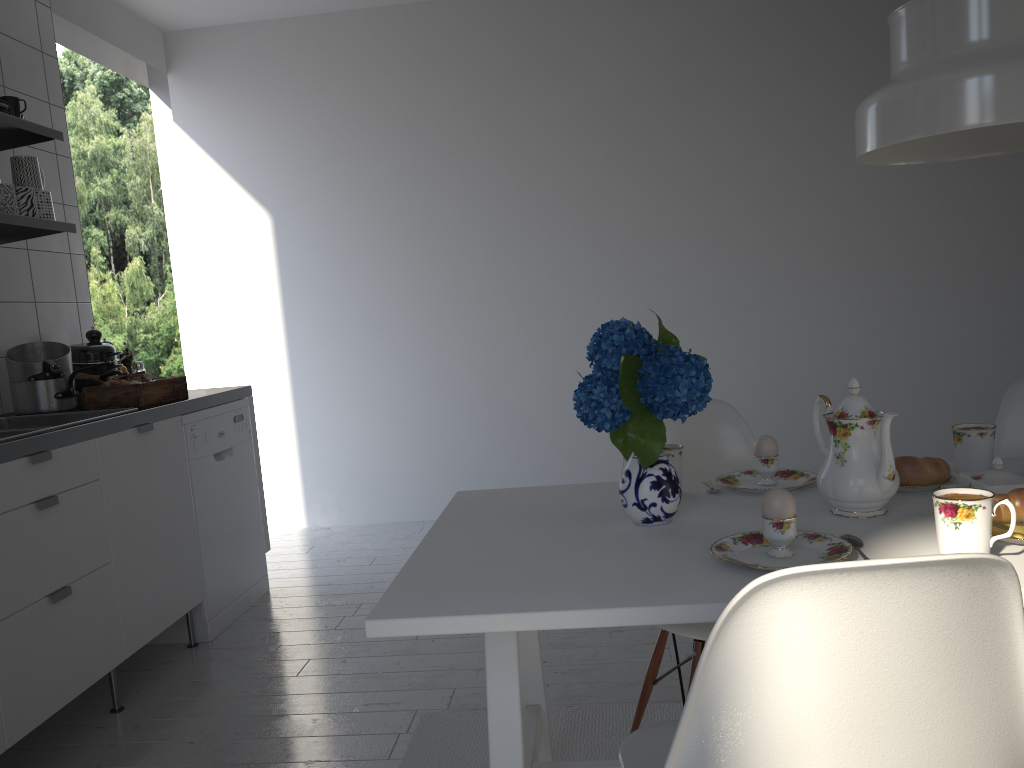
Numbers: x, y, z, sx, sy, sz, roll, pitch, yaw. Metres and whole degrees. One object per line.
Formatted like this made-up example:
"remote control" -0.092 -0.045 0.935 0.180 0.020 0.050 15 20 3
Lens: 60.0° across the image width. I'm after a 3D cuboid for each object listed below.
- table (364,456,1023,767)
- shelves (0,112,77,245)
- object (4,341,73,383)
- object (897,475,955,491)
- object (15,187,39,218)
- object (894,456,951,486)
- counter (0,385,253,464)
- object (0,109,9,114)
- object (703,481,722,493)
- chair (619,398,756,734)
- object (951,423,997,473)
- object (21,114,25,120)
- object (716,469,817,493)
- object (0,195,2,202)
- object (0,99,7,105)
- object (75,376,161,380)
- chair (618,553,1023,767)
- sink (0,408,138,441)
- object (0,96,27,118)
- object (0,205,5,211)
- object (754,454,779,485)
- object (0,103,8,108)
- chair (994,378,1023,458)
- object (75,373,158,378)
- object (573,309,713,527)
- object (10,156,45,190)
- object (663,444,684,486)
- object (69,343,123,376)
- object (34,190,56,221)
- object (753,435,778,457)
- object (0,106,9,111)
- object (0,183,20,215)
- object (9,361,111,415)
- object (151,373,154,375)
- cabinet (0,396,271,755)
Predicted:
"table" 0.774 0.536 1.516 1.826 0.663 0.810 -4 6 6
"shelves" -1.733 -0.575 1.589 0.427 0.514 2.529 -4 5 6
"object" -1.580 -0.056 2.942 0.202 0.169 0.370 -6 5 -17
"object" 0.748 0.184 1.670 0.158 0.016 0.157 -3 5 16
"object" -1.489 -0.543 2.705 0.083 0.100 0.108 -5 6 -5
"object" 0.733 0.157 1.655 0.161 0.058 0.123 -3 5 20
"counter" -1.521 0.194 2.024 0.650 0.046 3.225 -4 5 6
"object" -1.527 -0.779 2.571 0.121 0.021 0.121 -6 5 -17
"object" 0.403 0.205 1.782 0.032 0.011 0.139 -4 5 9
"chair" 0.463 0.455 1.950 0.465 0.804 0.540 -5 6 -5
"object" 0.899 0.128 1.721 0.078 0.096 0.090 1 8 42
"object" -1.557 -0.823 2.743 0.082 0.059 0.069 -6 6 -16
"object" 0.510 0.195 1.768 0.201 0.016 0.200 -4 5 11
"object" -1.493 -0.507 2.487 0.083 0.048 0.079 -3 6 18
"object" -1.529 -0.807 2.566 0.121 0.023 0.121 -9 7 -44
"object" -1.447 -0.019 3.222 0.334 0.044 0.064 -7 6 -28
"chair" 0.372 0.532 1.105 0.465 0.804 0.540 -5 6 0
"sink" -1.452 0.180 2.486 0.487 0.112 0.762 -4 5 6
"object" -1.493 -0.817 2.656 0.070 0.077 0.055 -8 7 -31
"object" -1.493 -0.486 2.490 0.121 0.021 0.120 -4 5 10
"object" 0.507 0.169 1.764 0.048 0.058 0.048 -10 8 -43
"object" -1.528 -0.798 2.570 0.121 0.023 0.120 -1 6 37
"chair" 1.235 0.399 1.866 0.465 0.804 0.540 -2 7 20
"object" -1.457 -0.026 3.235 0.333 0.061 0.059 -8 7 -36
"object" 0.226 0.058 1.517 0.236 0.378 0.264 -4 6 8
"object" -1.490 -0.647 2.741 0.083 0.100 0.108 0 8 40
"object" 0.299 0.173 1.765 0.091 0.096 0.078 -5 6 -1
"object" -1.567 -0.075 3.309 0.197 0.160 0.190 -8 7 -33
"object" -1.481 -0.551 2.787 0.083 0.100 0.108 -5 6 -5
"object" 0.504 0.132 1.760 0.048 0.063 0.048 -4 6 10
"object" -1.527 -0.788 2.570 0.121 0.021 0.120 -4 5 10
"object" -1.514 -0.533 2.605 0.108 0.100 0.082 -7 7 -25
"object" -1.528 0.011 3.040 0.347 0.154 0.199 -6 6 -10
"object" -1.489 -0.013 3.254 0.335 0.021 0.065 -7 6 -31
"cabinet" -1.482 0.609 2.073 0.662 0.798 3.224 -4 5 6
